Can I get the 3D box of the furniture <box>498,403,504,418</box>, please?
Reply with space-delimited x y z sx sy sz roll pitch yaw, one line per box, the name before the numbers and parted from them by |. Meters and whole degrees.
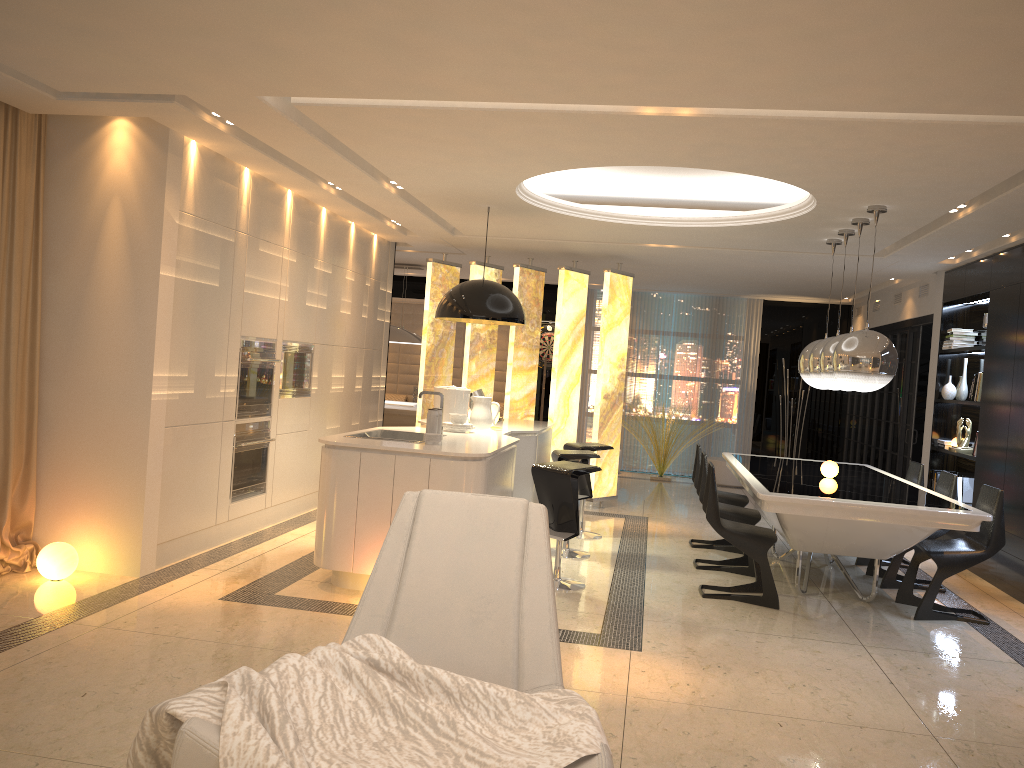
furniture | -0.572 0.688 13.958 1.312 0.810 1.107 4 1 9

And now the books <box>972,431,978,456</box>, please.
books | 4.016 0.503 7.475 0.182 0.232 0.284 4 1 12

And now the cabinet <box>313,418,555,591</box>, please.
cabinet | -0.405 0.792 6.932 1.046 0.887 3.752 4 1 9

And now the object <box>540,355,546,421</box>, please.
object | 0.416 0.386 12.617 0.027 1.605 0.026 3 1 -43

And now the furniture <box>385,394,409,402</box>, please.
furniture | -2.450 0.543 14.260 1.312 0.810 1.107 4 1 9

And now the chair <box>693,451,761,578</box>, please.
chair | 1.641 0.963 6.671 0.496 0.858 0.523 4 1 9

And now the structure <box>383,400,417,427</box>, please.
structure | -1.916 0.626 11.650 2.912 0.812 1.659 4 1 9

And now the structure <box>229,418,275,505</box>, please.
structure | -2.171 0.543 6.634 0.595 0.597 0.609 4 1 9

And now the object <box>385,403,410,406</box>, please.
object | -1.915 0.247 11.894 1.605 0.026 0.028 5 1 14

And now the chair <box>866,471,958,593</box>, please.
chair | 2.963 1.063 6.566 0.496 0.858 0.523 4 1 9

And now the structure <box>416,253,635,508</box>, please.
structure | 0.106 -0.051 9.374 2.180 2.555 0.448 4 1 9

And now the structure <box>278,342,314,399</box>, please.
structure | -1.991 -0.127 7.356 0.446 0.450 0.659 4 1 9

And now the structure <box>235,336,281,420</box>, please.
structure | -2.126 -0.065 6.623 0.595 0.597 0.609 4 1 9

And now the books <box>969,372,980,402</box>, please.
books | 4.085 0.030 7.661 0.207 0.256 0.245 4 1 8

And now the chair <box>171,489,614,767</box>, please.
chair | -0.214 0.837 2.374 1.027 0.991 0.983 4 1 8

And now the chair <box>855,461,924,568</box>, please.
chair | 3.091 1.058 7.362 0.496 0.858 0.523 4 1 9

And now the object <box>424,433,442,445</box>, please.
object | -0.488 0.337 5.439 0.111 0.062 0.111 5 1 30

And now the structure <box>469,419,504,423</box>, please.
structure | -0.383 0.315 8.090 0.502 0.026 0.811 4 1 9

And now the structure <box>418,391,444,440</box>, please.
structure | -0.535 0.203 5.761 0.177 0.310 0.089 4 1 9

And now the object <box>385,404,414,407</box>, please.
object | -1.970 0.250 11.515 1.605 0.026 0.028 4 1 -11

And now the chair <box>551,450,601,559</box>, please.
chair | 0.439 0.906 6.788 0.380 0.789 0.380 4 1 -8

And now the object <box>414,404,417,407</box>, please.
object | -1.254 0.288 11.546 0.057 0.057 0.057 4 1 -21

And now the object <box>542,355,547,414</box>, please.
object | 0.430 0.386 12.712 0.027 1.605 0.026 3 1 -43

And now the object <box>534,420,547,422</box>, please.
object | 0.427 0.686 12.839 0.330 0.297 0.032 4 1 9

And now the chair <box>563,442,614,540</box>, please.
chair | 0.611 0.903 7.604 0.380 0.789 0.380 4 1 -23

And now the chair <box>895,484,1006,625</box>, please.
chair | 2.827 1.069 5.727 0.496 0.858 0.523 4 1 9

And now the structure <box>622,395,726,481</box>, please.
structure | 2.076 0.751 12.151 1.275 1.142 1.282 4 1 -35

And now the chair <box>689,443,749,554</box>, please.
chair | 1.776 0.958 7.510 0.496 0.858 0.523 4 1 9

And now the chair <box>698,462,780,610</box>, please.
chair | 1.503 0.969 5.816 0.496 0.858 0.523 4 1 9

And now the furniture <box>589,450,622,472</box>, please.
furniture | 1.198 1.068 12.710 0.735 0.357 0.735 4 1 11

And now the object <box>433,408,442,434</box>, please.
object | -0.482 0.255 5.631 0.071 0.219 0.071 4 1 -14

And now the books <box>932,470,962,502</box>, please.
books | 4.117 0.967 8.401 0.210 0.270 0.236 4 1 9

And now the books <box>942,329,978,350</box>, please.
books | 4.206 -0.414 8.318 0.259 0.188 0.302 5 1 16

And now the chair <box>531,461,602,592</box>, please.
chair | 0.319 0.915 5.791 0.380 0.789 0.380 5 1 42

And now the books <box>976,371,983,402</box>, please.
books | 4.052 0.029 7.455 0.212 0.261 0.252 4 1 9

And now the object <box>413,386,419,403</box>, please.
object | -1.498 0.298 14.470 0.247 0.522 0.124 4 1 9

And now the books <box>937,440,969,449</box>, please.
books | 4.139 0.575 8.327 0.209 0.073 0.266 4 1 12

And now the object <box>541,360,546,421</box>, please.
object | 0.423 0.385 12.665 0.027 1.605 0.026 3 1 -43

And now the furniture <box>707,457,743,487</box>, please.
furniture | 3.028 1.211 12.323 0.735 0.357 0.735 4 1 -19

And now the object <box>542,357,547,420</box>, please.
object | 0.438 0.386 12.759 0.027 1.605 0.026 3 1 -43

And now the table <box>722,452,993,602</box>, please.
table | 2.294 1.062 6.573 1.293 0.759 3.031 4 1 9

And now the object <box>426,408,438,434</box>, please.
object | -0.499 0.256 5.526 0.071 0.219 0.071 4 1 0

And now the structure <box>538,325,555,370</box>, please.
structure | 0.551 -0.543 13.189 0.669 0.669 0.048 4 1 9
